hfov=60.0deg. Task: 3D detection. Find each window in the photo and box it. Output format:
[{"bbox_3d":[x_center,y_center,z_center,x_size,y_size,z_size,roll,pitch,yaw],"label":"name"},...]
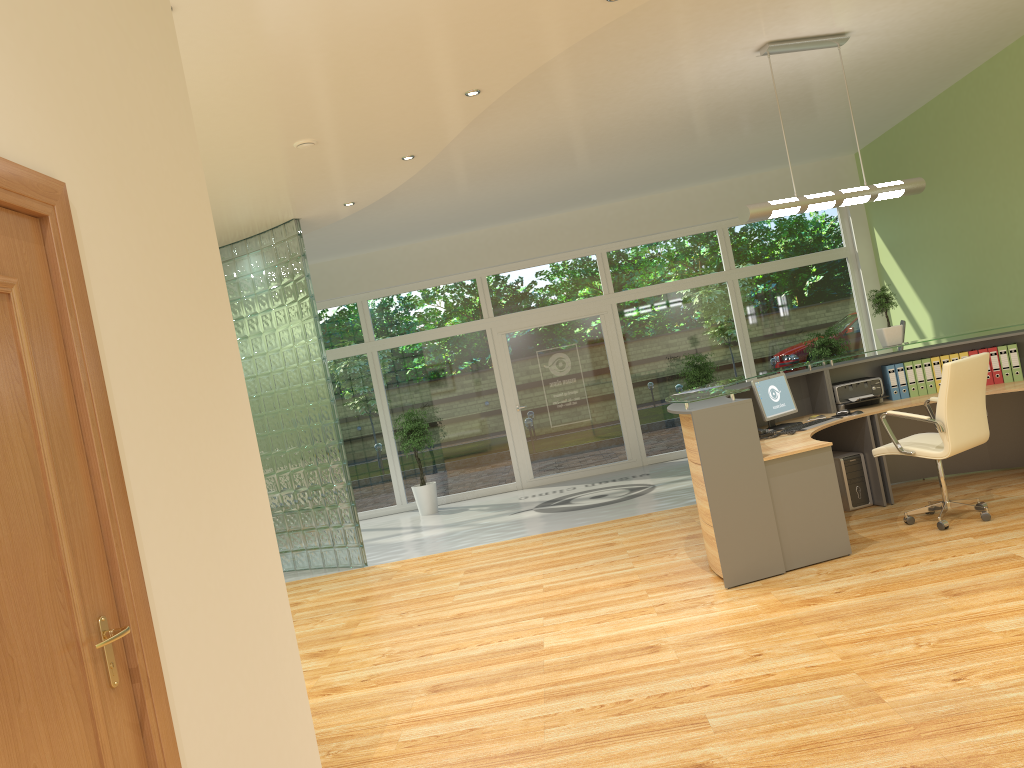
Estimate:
[{"bbox_3d":[0.069,-0.103,11.939,9.401,3.000,0.092,-11,0,2],"label":"window"}]

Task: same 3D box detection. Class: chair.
[{"bbox_3d":[2.798,0.380,5.843,0.584,1.048,0.652,-11,0,-35],"label":"chair"}]

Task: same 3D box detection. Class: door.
[{"bbox_3d":[-0.869,0.615,1.574,0.098,2.001,0.823,-11,0,2],"label":"door"},{"bbox_3d":[0.734,0.174,11.916,1.500,2.200,0.218,-11,0,2],"label":"door"}]

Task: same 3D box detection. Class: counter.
[{"bbox_3d":[2.699,0.216,6.494,3.444,0.018,1.723,-11,0,-13],"label":"counter"},{"bbox_3d":[2.610,-0.170,6.547,3.674,0.078,1.837,-11,0,-13],"label":"counter"}]

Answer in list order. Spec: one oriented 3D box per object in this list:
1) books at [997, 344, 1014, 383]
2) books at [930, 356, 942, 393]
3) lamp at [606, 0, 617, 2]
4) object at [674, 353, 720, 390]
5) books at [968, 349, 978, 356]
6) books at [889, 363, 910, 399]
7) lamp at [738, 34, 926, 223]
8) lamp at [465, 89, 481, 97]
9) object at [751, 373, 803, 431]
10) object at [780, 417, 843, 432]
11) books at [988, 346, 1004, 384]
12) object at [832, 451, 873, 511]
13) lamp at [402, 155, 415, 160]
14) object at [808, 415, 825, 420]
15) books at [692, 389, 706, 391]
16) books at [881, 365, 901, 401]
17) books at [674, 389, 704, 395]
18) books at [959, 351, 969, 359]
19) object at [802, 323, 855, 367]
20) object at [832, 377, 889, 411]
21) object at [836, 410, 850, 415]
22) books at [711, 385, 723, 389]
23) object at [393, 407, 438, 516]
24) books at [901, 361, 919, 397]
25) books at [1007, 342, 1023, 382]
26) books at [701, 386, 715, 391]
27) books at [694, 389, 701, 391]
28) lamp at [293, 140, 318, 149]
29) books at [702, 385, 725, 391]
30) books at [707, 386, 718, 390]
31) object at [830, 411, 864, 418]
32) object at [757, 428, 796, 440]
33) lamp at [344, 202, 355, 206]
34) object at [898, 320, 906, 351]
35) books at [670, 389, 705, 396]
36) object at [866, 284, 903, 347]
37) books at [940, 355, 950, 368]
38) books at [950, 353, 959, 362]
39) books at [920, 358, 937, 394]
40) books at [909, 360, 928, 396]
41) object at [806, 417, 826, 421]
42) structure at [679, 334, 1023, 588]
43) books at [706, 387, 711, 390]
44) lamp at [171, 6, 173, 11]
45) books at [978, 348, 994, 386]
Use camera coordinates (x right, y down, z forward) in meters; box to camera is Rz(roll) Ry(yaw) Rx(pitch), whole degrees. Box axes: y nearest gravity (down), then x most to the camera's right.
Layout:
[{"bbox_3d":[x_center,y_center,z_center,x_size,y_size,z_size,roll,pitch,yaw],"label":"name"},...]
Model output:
[{"bbox_3d":[3.850,-0.165,6.867,0.063,0.282,0.231,-11,0,43],"label":"books"},{"bbox_3d":[3.423,-0.082,7.124,0.063,0.282,0.231,-11,0,25],"label":"books"},{"bbox_3d":[0.544,-2.045,4.684,0.105,0.011,0.105,-11,0,-19],"label":"lamp"},{"bbox_3d":[2.422,0.264,11.186,0.590,1.376,0.503,-11,0,-28],"label":"object"},{"bbox_3d":[3.677,-0.132,6.992,0.063,0.282,0.231,-11,0,36],"label":"books"},{"bbox_3d":[3.122,-0.023,7.206,0.062,0.282,0.233,-11,0,-1],"label":"books"},{"bbox_3d":[2.263,-1.914,6.549,1.470,1.249,0.197,-11,0,-13],"label":"lamp"},{"bbox_3d":[-0.255,-1.892,5.773,0.105,0.011,0.105,-11,0,-41],"label":"lamp"},{"bbox_3d":[2.007,0.136,6.705,0.411,0.405,0.206,-11,0,-38],"label":"object"},{"bbox_3d":[2.204,0.297,6.522,0.526,0.015,0.215,-11,0,-38],"label":"object"},{"bbox_3d":[3.772,-0.150,6.925,0.062,0.282,0.233,-11,0,27],"label":"books"},{"bbox_3d":[2.547,0.750,6.915,0.200,0.411,0.478,-11,0,-13],"label":"object"},{"bbox_3d":[-0.820,-1.786,7.008,0.105,0.011,0.105,-11,0,-28],"label":"lamp"},{"bbox_3d":[2.371,0.257,6.897,0.132,0.026,0.132,-11,0,25],"label":"object"},{"bbox_3d":[1.276,0.052,6.286,0.150,0.004,0.210,-11,0,-13],"label":"books"},{"bbox_3d":[3.055,-0.010,7.216,0.062,0.282,0.233,-11,0,-1],"label":"books"},{"bbox_3d":[1.259,0.055,6.281,0.150,0.004,0.210,-11,0,-23],"label":"books"},{"bbox_3d":[3.588,-0.114,7.040,0.062,0.282,0.233,-11,0,17],"label":"books"},{"bbox_3d":[4.047,-0.056,11.152,0.590,1.376,0.503,-11,0,37],"label":"object"},{"bbox_3d":[2.785,0.077,7.110,0.397,0.217,0.458,-11,0,2],"label":"object"},{"bbox_3d":[2.525,0.216,6.764,0.104,0.035,0.059,-11,0,32],"label":"object"},{"bbox_3d":[1.375,0.033,6.255,0.210,0.004,0.150,-11,0,-43],"label":"books"},{"bbox_3d":[-1.204,0.978,11.334,0.503,1.376,0.590,-11,0,-18],"label":"object"},{"bbox_3d":[3.198,-0.038,7.193,0.062,0.282,0.233,-11,0,4],"label":"books"},{"bbox_3d":[3.902,-0.175,6.821,0.063,0.282,0.231,-11,0,44],"label":"books"},{"bbox_3d":[1.346,0.038,6.277,0.150,0.004,0.210,-11,0,27],"label":"books"},{"bbox_3d":[1.294,0.048,6.289,0.150,0.004,0.210,-11,0,-3],"label":"books"},{"bbox_3d":[-1.431,-1.656,6.157,0.167,0.024,0.167,-11,0,41],"label":"lamp"},{"bbox_3d":[1.386,0.031,6.241,0.210,0.004,0.150,-11,0,-33],"label":"books"},{"bbox_3d":[1.361,0.035,6.268,0.150,0.004,0.210,-11,0,37],"label":"books"},{"bbox_3d":[2.545,0.222,6.738,0.248,0.027,0.219,-11,0,29],"label":"object"},{"bbox_3d":[1.799,0.344,6.314,0.279,0.081,0.411,-11,0,-38],"label":"object"},{"bbox_3d":[-1.500,-1.657,8.179,0.105,0.011,0.105,-11,0,18],"label":"lamp"},{"bbox_3d":[4.256,-0.041,9.486,0.606,1.285,0.848,-11,0,22],"label":"object"},{"bbox_3d":[1.243,0.058,6.272,0.150,0.004,0.210,-11,0,-33],"label":"books"},{"bbox_3d":[3.079,-0.564,7.303,0.230,0.507,0.216,-11,0,28],"label":"object"},{"bbox_3d":[3.486,-0.095,7.096,0.063,0.282,0.231,-11,0,26],"label":"books"},{"bbox_3d":[3.528,-0.103,7.071,0.062,0.282,0.233,-11,0,17],"label":"books"},{"bbox_3d":[3.357,-0.069,7.148,0.063,0.282,0.231,-11,0,23],"label":"books"},{"bbox_3d":[3.260,-0.050,7.175,0.062,0.282,0.233,-11,0,4],"label":"books"},{"bbox_3d":[2.335,0.272,6.823,0.158,0.011,0.011,-11,0,28],"label":"object"},{"bbox_3d":[2.718,0.382,6.550,3.673,1.049,1.837,-11,0,-13],"label":"structure"},{"bbox_3d":[1.329,0.041,6.284,0.150,0.004,0.210,-11,0,17],"label":"books"},{"bbox_3d":[-1.536,-1.631,3.872,0.105,0.011,0.105,-11,0,35],"label":"lamp"},{"bbox_3d":[3.734,-0.143,6.955,0.063,0.282,0.231,-11,0,36],"label":"books"}]
